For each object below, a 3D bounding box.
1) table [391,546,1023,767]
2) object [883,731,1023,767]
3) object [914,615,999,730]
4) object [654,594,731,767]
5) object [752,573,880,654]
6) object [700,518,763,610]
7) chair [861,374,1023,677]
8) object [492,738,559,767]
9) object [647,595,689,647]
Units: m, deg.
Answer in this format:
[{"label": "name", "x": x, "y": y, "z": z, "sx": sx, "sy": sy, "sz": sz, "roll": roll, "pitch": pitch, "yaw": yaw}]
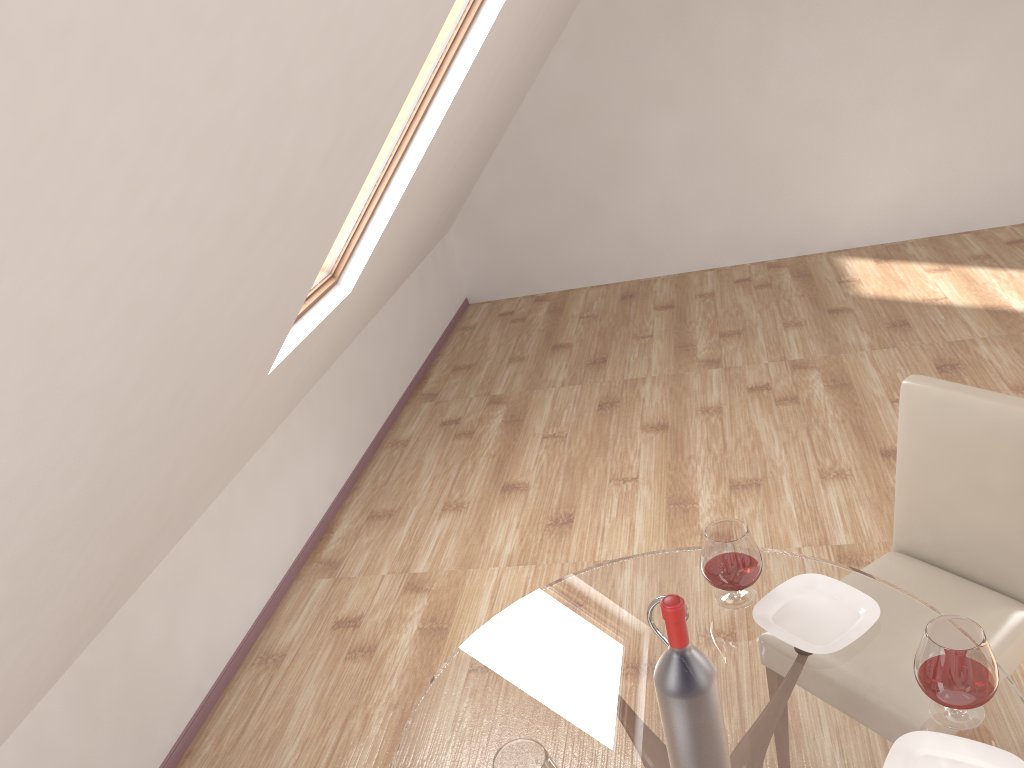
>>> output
[{"label": "table", "x": 0.424, "y": 1.011, "z": 1.846, "sx": 1.198, "sy": 0.770, "sz": 1.198, "roll": 3, "pitch": 28, "yaw": 33}, {"label": "object", "x": 0.727, "y": 0.671, "z": 1.451, "sx": 0.228, "sy": 0.020, "sz": 0.228, "roll": 4, "pitch": 29, "yaw": 35}, {"label": "object", "x": 0.788, "y": 0.512, "z": 1.574, "sx": 0.136, "sy": 0.183, "sz": 0.136, "roll": -15, "pitch": 23, "yaw": -5}, {"label": "object", "x": 0.295, "y": 0.532, "z": 1.470, "sx": 0.109, "sy": 0.435, "sz": 0.109, "roll": -9, "pitch": 24, "yaw": 11}, {"label": "object", "x": 0.649, "y": 0.494, "z": 1.896, "sx": 0.228, "sy": 0.020, "sz": 0.228, "roll": -26, "pitch": 26, "yaw": -26}, {"label": "object", "x": 0.490, "y": 0.402, "z": 1.983, "sx": 0.136, "sy": 0.183, "sz": 0.136, "roll": -15, "pitch": 23, "yaw": -5}, {"label": "chair", "x": 1.010, "y": 0.574, "z": 2.238, "sx": 0.618, "sy": 0.999, "sz": 0.477, "roll": -26, "pitch": 26, "yaw": -27}, {"label": "object", "x": 0.031, "y": 0.712, "z": 1.526, "sx": 0.136, "sy": 0.183, "sz": 0.136, "roll": 7, "pitch": 30, "yaw": 38}, {"label": "object", "x": 0.310, "y": 0.521, "z": 1.631, "sx": 0.086, "sy": 0.322, "sz": 0.096, "roll": -22, "pitch": 25, "yaw": -19}]
